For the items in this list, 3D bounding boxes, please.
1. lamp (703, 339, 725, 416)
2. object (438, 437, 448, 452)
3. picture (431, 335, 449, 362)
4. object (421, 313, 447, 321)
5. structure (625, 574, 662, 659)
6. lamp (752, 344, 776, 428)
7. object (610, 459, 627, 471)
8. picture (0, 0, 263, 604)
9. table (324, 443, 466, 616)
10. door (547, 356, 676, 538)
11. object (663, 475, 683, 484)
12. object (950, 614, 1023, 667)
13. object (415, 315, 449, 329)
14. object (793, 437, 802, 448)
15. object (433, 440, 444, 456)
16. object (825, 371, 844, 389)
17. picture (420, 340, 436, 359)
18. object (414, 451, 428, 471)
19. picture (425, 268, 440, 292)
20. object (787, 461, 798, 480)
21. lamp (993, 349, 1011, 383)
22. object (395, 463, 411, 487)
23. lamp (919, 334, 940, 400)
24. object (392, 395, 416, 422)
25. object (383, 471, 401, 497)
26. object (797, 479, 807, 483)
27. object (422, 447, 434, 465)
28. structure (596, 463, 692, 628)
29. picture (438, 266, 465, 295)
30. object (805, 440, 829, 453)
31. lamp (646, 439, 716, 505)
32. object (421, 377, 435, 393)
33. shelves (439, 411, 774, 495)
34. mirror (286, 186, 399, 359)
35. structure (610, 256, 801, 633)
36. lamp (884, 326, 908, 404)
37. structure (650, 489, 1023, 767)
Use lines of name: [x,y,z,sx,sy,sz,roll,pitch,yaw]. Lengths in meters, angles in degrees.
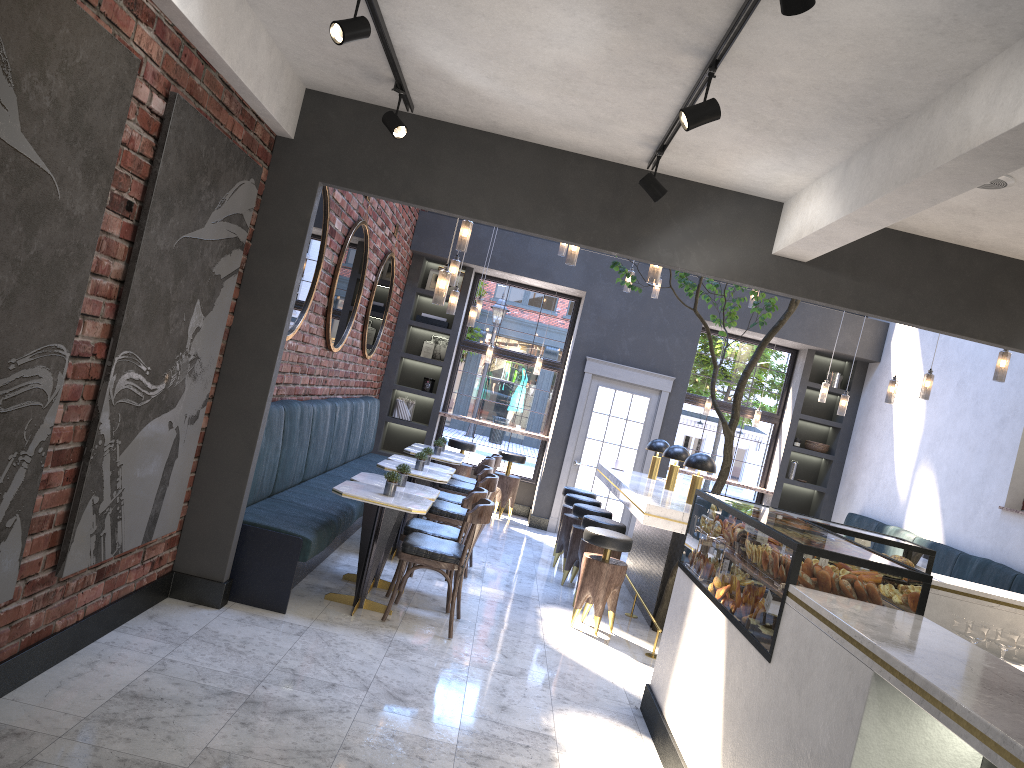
lamp: [2.688,-0.288,11.534,0.078,1.429,0.078,13,0,-38]
object: [-0.777,0.670,9.929,0.118,0.165,0.122,14,0,-22]
picture: [-0.974,-0.468,11.728,0.247,0.326,0.044,14,0,0]
object: [-1.022,-0.862,11.534,0.327,0.039,0.227,14,0,-10]
structure: [1.209,1.883,7.970,0.496,0.210,3.498,14,0,0]
lamp: [3.327,-0.134,11.534,0.078,1.429,0.078,14,0,30]
object: [1.126,0.850,9.323,0.176,0.098,0.204,13,0,5]
picture: [-1.608,-0.201,3.423,0.033,2.027,2.821,14,0,0]
table: [1.033,1.562,7.859,4.599,0.751,4.830,14,0,0]
door: [1.210,0.870,11.013,1.132,2.219,0.152,14,0,0]
object: [1.714,0.992,9.355,0.176,0.097,0.301,14,0,-9]
object: [2.538,1.330,4.504,0.575,0.147,0.256,14,0,0]
object: [-1.032,-0.802,11.522,0.412,0.084,0.286,14,0,0]
object: [3.699,0.758,11.531,0.117,0.119,0.117,14,0,-24]
object: [-0.778,0.666,9.347,0.118,0.165,0.122,14,0,-22]
object: [4.198,-0.046,11.567,0.213,0.215,0.213,13,0,10]
picture: [-1.111,-0.450,11.703,0.161,0.227,0.049,14,0,0]
object: [-0.780,0.654,7.568,0.118,0.165,0.122,14,0,-22]
picture: [-1.001,-1.349,11.681,0.230,0.313,0.061,14,0,0]
object: [3.637,1.116,11.487,0.098,0.248,0.098,14,0,39]
lamp: [4.005,-2.015,6.420,0.078,4.105,0.078,13,0,-15]
object: [-0.781,0.646,6.328,0.118,0.165,0.122,14,0,-22]
lamp: [3.972,-1.867,7.516,0.078,4.105,0.078,13,0,-38]
object: [-1.396,0.303,11.532,0.250,0.323,0.241,14,0,0]
object: [-0.781,0.642,5.747,0.118,0.165,0.122,14,0,-22]
object: [3.743,1.256,11.460,0.130,0.026,0.130,14,0,-17]
object: [-0.779,0.658,8.150,0.118,0.165,0.122,14,0,-22]
structure: [1.307,1.475,7.969,0.990,1.050,3.490,14,0,0]
picture: [-0.835,-1.334,11.716,0.361,0.369,0.055,14,0,0]
object: [3.968,0.820,11.555,0.304,0.123,0.305,13,0,21]
lamp: [1.184,-0.793,4.404,4.185,3.256,8.830,14,0,-17]
object: [-1.086,0.013,11.517,0.152,0.181,0.152,13,0,38]
shelves: [1.206,0.892,11.544,4.403,0.043,0.384,14,0,0]
mirror: [-1.403,-1.016,7.851,0.036,1.510,4.773,14,0,0]
structure: [1.910,-0.922,6.987,3.740,5.989,2.809,14,0,43]
lamp: [3.962,-1.816,8.188,0.078,4.105,0.078,13,0,-38]
structure: [2.452,1.584,2.156,3.205,1.300,5.805,14,0,0]
